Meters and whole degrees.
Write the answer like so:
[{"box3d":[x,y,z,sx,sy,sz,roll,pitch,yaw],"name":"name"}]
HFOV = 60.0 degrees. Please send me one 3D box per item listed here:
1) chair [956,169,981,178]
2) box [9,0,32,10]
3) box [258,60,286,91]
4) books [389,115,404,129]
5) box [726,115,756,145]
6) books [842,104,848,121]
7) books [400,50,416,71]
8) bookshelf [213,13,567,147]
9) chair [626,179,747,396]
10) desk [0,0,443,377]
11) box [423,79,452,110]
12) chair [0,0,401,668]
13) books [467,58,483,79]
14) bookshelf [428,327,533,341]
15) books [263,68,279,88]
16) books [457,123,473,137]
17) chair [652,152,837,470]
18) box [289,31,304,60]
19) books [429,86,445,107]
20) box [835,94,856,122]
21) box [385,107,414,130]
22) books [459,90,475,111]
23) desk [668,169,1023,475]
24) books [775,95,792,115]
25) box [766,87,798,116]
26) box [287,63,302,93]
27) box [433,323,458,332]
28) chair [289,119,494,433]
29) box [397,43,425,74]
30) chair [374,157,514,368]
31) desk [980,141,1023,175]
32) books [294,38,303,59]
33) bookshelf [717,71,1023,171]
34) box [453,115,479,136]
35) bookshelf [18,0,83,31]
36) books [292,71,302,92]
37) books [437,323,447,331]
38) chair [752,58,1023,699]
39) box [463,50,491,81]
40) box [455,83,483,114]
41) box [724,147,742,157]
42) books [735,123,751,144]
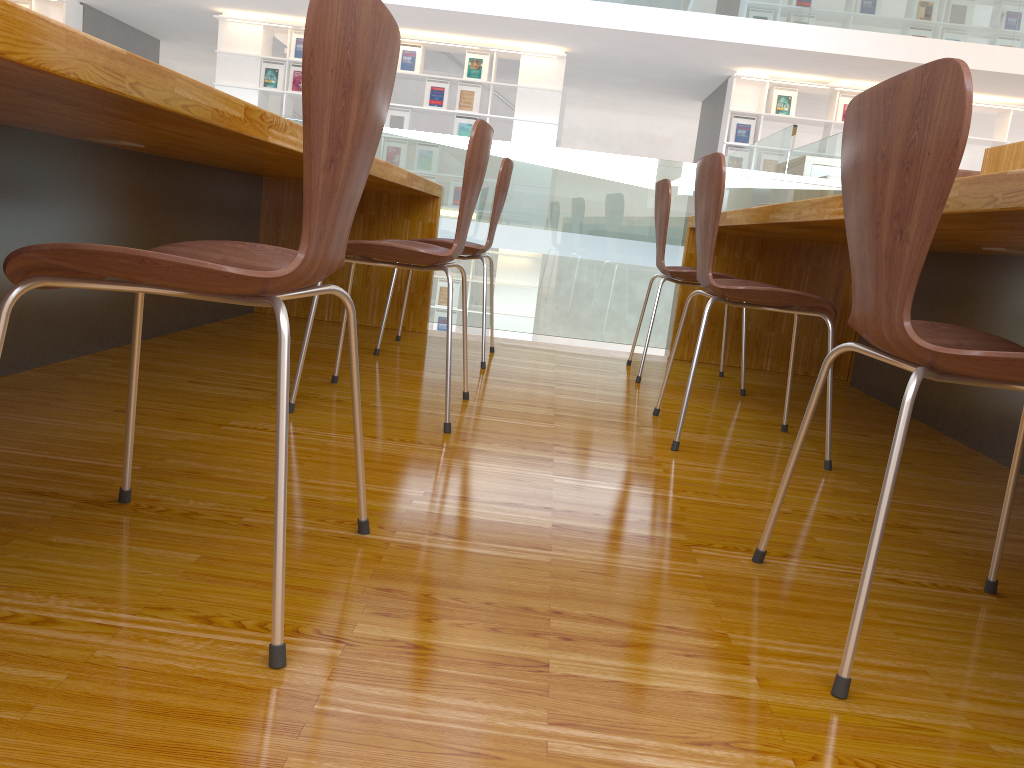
[{"box3d":[2.264,-0.796,4.790,0.428,0.693,0.381,7,10,2],"name":"chair"},{"box3d":[-5.276,-3.956,9.556,0.245,0.296,0.274,7,10,2],"name":"box"},{"box3d":[-2.530,-3.277,9.465,0.245,0.296,0.274,7,10,2],"name":"box"},{"box3d":[-1.223,-2.728,9.381,0.145,0.210,0.037,7,10,2],"name":"books"},{"box3d":[2.420,-2.670,9.374,0.245,0.296,0.274,7,10,2],"name":"box"},{"box3d":[3.502,-2.787,9.194,0.145,0.210,0.037,7,10,2],"name":"books"},{"box3d":[-1.082,-3.375,9.265,0.145,0.210,0.037,7,10,2],"name":"books"},{"box3d":[-1.350,-2.788,9.483,3.666,1.836,0.498,7,10,2],"name":"bookshelf"},{"box3d":[0.661,-0.355,3.182,0.381,0.693,0.428,7,10,2],"name":"chair"},{"box3d":[-1.042,-0.121,2.141,1.248,1.022,3.216,7,10,2],"name":"desk"},{"box3d":[-0.790,-3.062,9.411,0.245,0.296,0.274,7,10,2],"name":"box"},{"box3d":[-0.367,-0.107,1.055,0.381,0.693,0.428,7,10,2],"name":"chair"},{"box3d":[-0.388,-3.286,9.244,0.145,0.210,0.037,7,10,2],"name":"books"},{"box3d":[-1.588,-0.780,9.885,3.666,1.836,0.397,7,10,2],"name":"bookshelf"},{"box3d":[-2.544,-3.226,9.370,0.145,0.210,0.037,7,10,2],"name":"books"},{"box3d":[-0.500,-2.643,9.358,0.145,0.210,0.037,7,10,2],"name":"books"},{"box3d":[0.612,-0.194,2.226,0.381,0.693,0.428,7,10,2],"name":"chair"},{"box3d":[-2.190,-3.561,9.399,0.245,0.296,0.274,7,10,2],"name":"box"},{"box3d":[-0.790,-3.012,9.314,0.145,0.210,0.037,7,10,2],"name":"books"},{"box3d":[3.509,-2.860,9.283,0.245,0.296,0.274,7,10,2],"name":"box"},{"box3d":[-1.208,-2.785,9.479,0.245,0.296,0.274,7,10,2],"name":"box"},{"box3d":[-0.477,-2.970,9.305,0.145,0.210,0.037,7,10,2],"name":"books"},{"box3d":[1.001,-0.087,2.129,0.760,0.606,3.356,7,10,2],"name":"desk"},{"box3d":[2.821,-2.888,9.212,0.145,0.210,0.037,7,10,2],"name":"books"},{"box3d":[2.836,-2.943,9.307,0.245,0.296,0.274,7,10,2],"name":"box"},{"box3d":[-2.228,-3.241,9.468,0.245,0.296,0.274,7,10,2],"name":"box"},{"box3d":[-0.731,-0.679,9.809,0.245,0.296,0.274,7,10,2],"name":"box"},{"box3d":[-0.273,-0.285,2.144,0.381,0.693,0.428,7,10,2],"name":"chair"},{"box3d":[-1.072,-3.421,9.365,0.245,0.296,0.274,7,10,2],"name":"box"},{"box3d":[-0.223,-0.446,3.100,0.381,0.693,0.428,7,10,2],"name":"chair"},{"box3d":[3.216,-0.183,2.623,3.194,0.762,1.247,7,10,2],"name":"desk"},{"box3d":[-2.201,-3.515,9.299,0.145,0.210,0.037,7,10,2],"name":"books"},{"box3d":[3.672,-2.160,9.325,2.984,1.836,0.498,7,10,2],"name":"bookshelf"},{"box3d":[-0.490,-2.695,9.457,0.245,0.296,0.274,7,10,2],"name":"box"},{"box3d":[-6.276,-3.403,9.631,2.984,1.836,0.498,7,10,2],"name":"bookshelf"},{"box3d":[-2.241,-3.192,9.359,0.145,0.210,0.037,7,10,2],"name":"books"},{"box3d":[-0.743,-0.625,9.710,0.145,0.210,0.037,7,10,2],"name":"books"},{"box3d":[0.592,-0.004,1.123,0.381,0.693,0.428,7,10,2],"name":"chair"},{"box3d":[-0.366,-3.333,9.343,0.245,0.296,0.274,7,10,2],"name":"box"},{"box3d":[-0.453,-3.017,9.401,0.245,0.296,0.274,7,10,2],"name":"box"},{"box3d":[2.388,-2.347,9.430,0.245,0.296,0.274,7,10,2],"name":"box"},{"box3d":[2.413,-2.612,9.277,0.145,0.210,0.037,7,10,2],"name":"books"}]
